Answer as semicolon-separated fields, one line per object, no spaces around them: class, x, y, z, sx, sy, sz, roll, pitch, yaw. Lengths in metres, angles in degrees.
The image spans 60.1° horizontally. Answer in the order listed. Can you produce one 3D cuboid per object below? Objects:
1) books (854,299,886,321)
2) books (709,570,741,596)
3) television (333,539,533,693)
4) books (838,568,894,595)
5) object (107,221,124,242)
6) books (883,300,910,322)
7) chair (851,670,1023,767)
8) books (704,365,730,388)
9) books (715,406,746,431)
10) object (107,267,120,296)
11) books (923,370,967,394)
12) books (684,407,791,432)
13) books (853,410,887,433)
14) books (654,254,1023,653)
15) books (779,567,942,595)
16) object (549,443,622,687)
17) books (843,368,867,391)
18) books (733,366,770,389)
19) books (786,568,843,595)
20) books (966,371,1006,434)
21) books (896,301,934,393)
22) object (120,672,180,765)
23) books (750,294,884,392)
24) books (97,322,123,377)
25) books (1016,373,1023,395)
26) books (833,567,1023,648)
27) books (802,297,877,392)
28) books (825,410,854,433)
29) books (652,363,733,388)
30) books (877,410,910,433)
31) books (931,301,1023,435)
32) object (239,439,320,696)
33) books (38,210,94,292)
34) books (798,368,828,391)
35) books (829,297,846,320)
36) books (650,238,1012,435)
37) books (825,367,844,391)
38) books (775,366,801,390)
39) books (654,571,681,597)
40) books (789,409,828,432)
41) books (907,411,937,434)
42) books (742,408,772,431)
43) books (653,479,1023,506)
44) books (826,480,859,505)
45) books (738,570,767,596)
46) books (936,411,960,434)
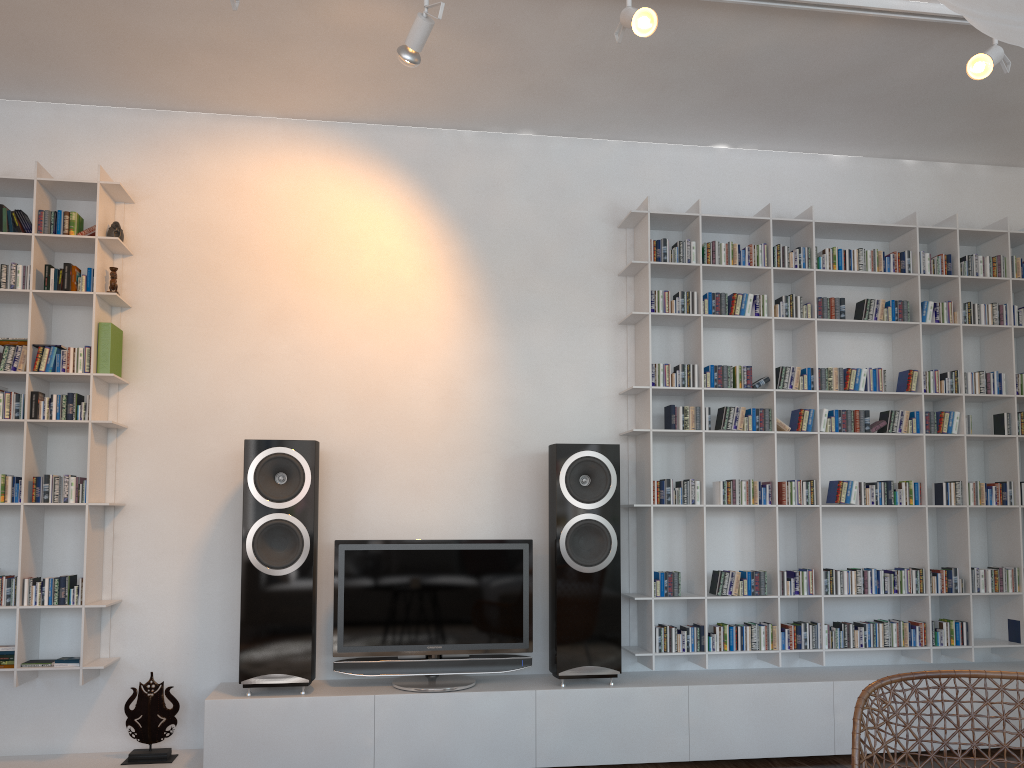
books;1.662;-0.333;4.110;0.118;0.107;0.090;1;-6;-9
books;0.944;0.880;3.911;0.118;0.107;0.090;1;-6;-9
television;-0.319;0.952;3.700;0.788;0.597;0.347;-1;-5;10
books;1.595;0.894;4.014;0.234;0.112;0.115;1;-6;-9
object;-1.649;-0.626;3.680;0.064;0.100;0.060;3;-6;-32
books;1.776;-0.329;4.129;0.132;0.104;0.100;1;-6;-10
chair;0.907;0.884;1.439;0.719;0.705;0.690;-3;-7;24
books;0.905;-0.026;3.972;0.132;0.104;0.100;1;-6;-10
books;0.981;0.159;3.969;0.118;0.107;0.090;1;-6;-9
object;-1.649;-0.418;3.661;0.045;0.139;0.065;1;-5;-17
books;2.000;-0.003;4.139;0.232;0.112;0.102;1;-6;-9
books;1.003;0.164;3.973;0.503;0.105;0.090;1;-6;-9
books;1.634;0.179;4.069;0.163;0.105;0.090;1;-6;-9
books;1.566;0.281;4.054;1.952;1.809;0.115;1;-4;-9
books;1.565;0.893;4.009;0.764;0.112;0.115;1;-6;-9
object;0.298;0.767;3.797;0.295;0.996;0.282;1;-5;-9
books;1.563;-0.014;4.072;0.118;0.107;0.090;1;-6;-9
books;1.078;-0.021;3.997;0.163;0.105;0.090;1;-6;-9
books;1.344;0.888;3.975;0.268;0.112;0.100;1;-6;-10
books;2.198;0.094;4.165;0.231;0.298;0.115;1;-5;-9
books;1.884;-0.167;4.132;0.156;0.429;0.090;1;-4;-9
object;-1.440;1.324;3.532;0.213;0.348;0.122;1;-5;-8
books;1.395;-0.181;4.060;0.621;0.436;0.101;1;-5;-9
books;-1.656;-0.131;3.644;0.049;0.212;0.167;1;-6;-9
books;2.441;0.100;4.202;0.183;0.298;0.115;1;-5;-9
books;2.008;1.021;4.068;1.133;0.347;0.115;1;-5;-9
books;1.492;-0.174;4.075;0.350;0.429;0.101;1;-5;-10
books;1.485;0.175;4.047;0.132;0.104;0.100;1;-6;-10
books;0.792;-0.028;3.955;0.384;0.104;0.102;1;-6;-9
books;1.765;0.180;4.089;0.118;0.107;0.090;1;-6;-9
books;2.245;-0.066;4.184;0.569;0.622;0.115;1;-4;-9
object;-0.941;0.738;3.608;0.295;0.996;0.282;1;-5;-9
books;-1.799;-0.525;3.603;0.229;0.331;0.108;1;-5;-8
books;1.362;-0.015;4.042;0.139;0.104;0.100;1;-6;-10
books;1.486;-0.337;4.083;0.074;0.103;0.090;1;-6;-9
books;1.467;-0.198;4.074;1.753;0.853;0.115;1;-4;-9
books;1.467;-0.014;4.057;0.074;0.108;0.090;1;-6;-9
books;1.245;-0.020;4.023;0.118;0.107;0.090;1;-6;-9
books;0.665;0.874;3.870;0.132;0.104;0.100;1;-6;-10
books;1.350;0.170;4.025;0.158;0.109;0.090;1;-6;-9
books;1.886;0.184;4.108;0.144;0.104;0.099;1;-6;-10
books;1.094;0.167;3.987;0.132;0.104;0.100;1;-6;-10
books;1.555;0.497;4.036;1.924;0.113;0.115;1;-6;-9
books;1.506;0.494;4.026;0.118;0.107;0.090;1;-6;-9
books;1.058;0.884;3.929;0.132;0.104;0.100;1;-6;-10
books;2.015;0.185;4.127;0.118;0.107;0.090;1;-6;-9
